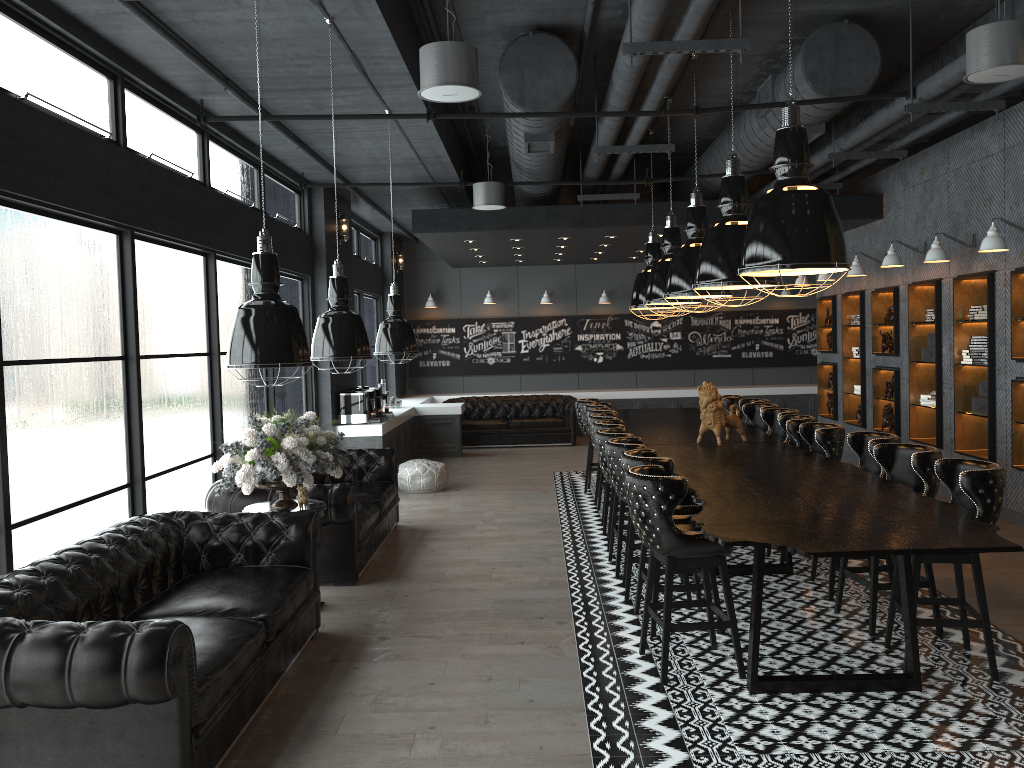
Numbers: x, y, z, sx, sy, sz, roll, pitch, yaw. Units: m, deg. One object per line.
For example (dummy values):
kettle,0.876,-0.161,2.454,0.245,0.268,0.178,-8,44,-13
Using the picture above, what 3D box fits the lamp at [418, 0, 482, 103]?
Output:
lamp,-0.383,-2.223,5.239,0.381,1.029,0.380,-2,2,-9

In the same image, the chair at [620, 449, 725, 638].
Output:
chair,0.984,0.976,5.621,0.568,1.092,0.504,-2,2,-4

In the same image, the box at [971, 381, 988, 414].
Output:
box,4.769,0.135,8.841,0.323,0.315,0.419,-2,3,2

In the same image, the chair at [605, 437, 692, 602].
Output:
chair,0.959,0.942,6.325,0.568,1.092,0.504,-1,2,5

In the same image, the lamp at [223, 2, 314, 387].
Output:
lamp,-1.119,-1.065,3.941,0.391,2.153,0.391,-4,3,-43

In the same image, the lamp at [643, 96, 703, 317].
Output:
lamp,1.679,-1.865,9.367,0.621,2.302,0.621,-4,3,-43

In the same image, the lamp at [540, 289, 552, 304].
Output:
lamp,0.686,-1.677,16.931,0.243,0.287,0.490,-1,3,17

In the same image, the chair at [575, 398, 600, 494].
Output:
chair,1.052,0.728,10.610,0.568,1.092,0.504,-1,2,11

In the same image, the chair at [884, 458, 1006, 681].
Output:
chair,2.366,0.976,4.825,0.568,1.092,0.504,-1,2,11

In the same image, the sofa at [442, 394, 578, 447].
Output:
sofa,-0.035,0.642,15.649,2.566,0.838,1.240,-2,3,1

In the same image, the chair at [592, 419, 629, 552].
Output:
chair,0.996,0.870,7.757,0.568,1.092,0.504,-1,2,6

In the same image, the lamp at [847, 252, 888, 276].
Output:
lamp,4.377,-1.484,10.927,0.489,0.287,0.244,-1,3,17

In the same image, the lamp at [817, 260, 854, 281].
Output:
lamp,4.406,-1.560,12.078,0.489,0.287,0.244,-1,3,17

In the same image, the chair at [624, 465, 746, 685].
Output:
chair,0.917,1.014,4.892,0.568,1.092,0.504,-2,2,-6

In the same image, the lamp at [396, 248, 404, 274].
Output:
lamp,-2.077,-2.287,16.516,0.139,0.480,0.145,-2,2,2

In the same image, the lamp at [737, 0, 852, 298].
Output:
lamp,1.566,-1.646,4.992,0.621,2.302,0.621,-4,3,-43

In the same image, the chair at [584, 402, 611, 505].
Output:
chair,1.101,0.762,9.884,0.568,1.092,0.504,-1,2,11

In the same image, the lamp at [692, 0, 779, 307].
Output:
lamp,1.604,-1.719,6.451,0.621,2.302,0.621,-4,3,-43

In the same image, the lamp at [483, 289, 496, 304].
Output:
lamp,-0.394,-1.677,16.959,0.243,0.287,0.490,-1,3,17

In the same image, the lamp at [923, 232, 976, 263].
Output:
lamp,4.321,-1.356,8.743,0.489,0.287,0.244,-1,3,17

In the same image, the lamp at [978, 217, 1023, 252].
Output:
lamp,4.293,-1.300,7.655,0.489,0.287,0.244,-1,3,17

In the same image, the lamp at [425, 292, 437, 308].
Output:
lamp,-1.512,-1.612,16.990,0.243,0.287,0.490,-1,3,17

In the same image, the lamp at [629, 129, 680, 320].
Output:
lamp,1.716,-1.938,10.826,0.621,2.302,0.621,-4,3,-43

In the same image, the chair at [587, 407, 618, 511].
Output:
chair,1.072,0.799,9.169,0.568,1.092,0.504,-2,2,-2

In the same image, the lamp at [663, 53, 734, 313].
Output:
lamp,1.641,-1.792,7.909,0.621,2.302,0.621,-4,3,-43

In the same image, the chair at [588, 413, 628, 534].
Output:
chair,1.024,0.835,8.467,0.568,1.092,0.504,-1,2,4

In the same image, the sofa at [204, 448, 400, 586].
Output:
sofa,-1.751,1.077,7.830,1.239,0.838,2.567,-2,3,1

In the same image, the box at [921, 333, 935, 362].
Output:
box,4.772,-0.414,9.939,0.298,0.315,0.419,-2,3,2

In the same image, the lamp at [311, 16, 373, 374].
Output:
lamp,-1.080,-1.143,5.425,0.391,2.160,0.391,-4,3,-43

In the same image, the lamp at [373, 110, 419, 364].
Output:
lamp,-1.024,-1.252,7.600,0.391,2.160,0.391,-4,3,-43

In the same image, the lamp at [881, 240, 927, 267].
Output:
lamp,4.348,-1.454,9.830,0.489,0.287,0.244,-1,3,17

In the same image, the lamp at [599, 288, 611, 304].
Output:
lamp,1.787,-1.680,16.902,0.243,0.287,0.490,-1,3,17

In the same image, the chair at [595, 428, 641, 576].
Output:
chair,0.951,0.909,7.012,0.568,1.092,0.504,-2,2,-1

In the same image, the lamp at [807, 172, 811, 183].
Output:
lamp,3.076,-2.548,9.673,0.380,1.045,0.382,0,3,28

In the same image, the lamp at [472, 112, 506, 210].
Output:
lamp,-0.267,-2.458,9.763,0.382,1.045,0.380,-3,3,-30

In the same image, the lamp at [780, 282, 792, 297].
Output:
lamp,5.202,-1.790,16.810,0.243,0.287,0.490,-1,3,17

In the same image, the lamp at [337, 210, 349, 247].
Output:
lamp,-2.203,-2.042,11.630,0.139,0.480,0.145,-2,2,2

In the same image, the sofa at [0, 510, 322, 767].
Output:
sofa,-1.835,1.240,4.561,1.239,0.838,2.567,-2,3,1

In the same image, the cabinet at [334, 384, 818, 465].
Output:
cabinet,2.063,0.666,14.119,8.419,0.826,6.314,-2,3,2

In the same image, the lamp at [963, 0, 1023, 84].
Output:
lamp,2.828,-2.318,5.152,0.381,1.045,0.380,-1,2,12

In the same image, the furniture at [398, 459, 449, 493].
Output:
furniture,-1.130,1.136,11.062,0.679,0.383,0.679,-2,3,2

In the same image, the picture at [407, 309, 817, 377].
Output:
picture,4.217,-0.856,17.160,12.465,1.102,0.200,-2,2,2

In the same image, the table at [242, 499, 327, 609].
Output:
table,-1.569,1.211,6.188,0.572,0.726,0.572,-3,3,-35

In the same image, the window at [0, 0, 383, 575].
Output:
window,-2.648,-0.220,5.445,0.120,3.728,20.804,-2,3,2

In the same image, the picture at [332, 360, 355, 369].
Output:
picture,-2.267,-0.535,11.727,0.086,0.634,1.390,-2,3,2

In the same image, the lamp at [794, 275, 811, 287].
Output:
lamp,4.434,-1.603,13.161,0.489,0.287,0.244,-1,3,17
